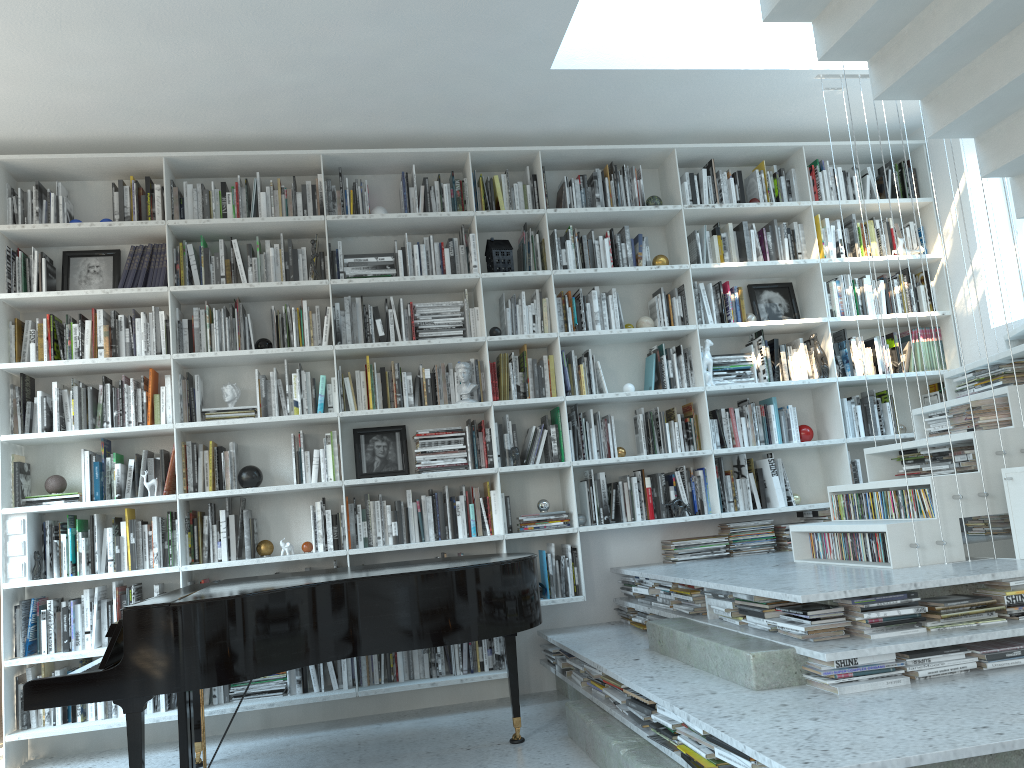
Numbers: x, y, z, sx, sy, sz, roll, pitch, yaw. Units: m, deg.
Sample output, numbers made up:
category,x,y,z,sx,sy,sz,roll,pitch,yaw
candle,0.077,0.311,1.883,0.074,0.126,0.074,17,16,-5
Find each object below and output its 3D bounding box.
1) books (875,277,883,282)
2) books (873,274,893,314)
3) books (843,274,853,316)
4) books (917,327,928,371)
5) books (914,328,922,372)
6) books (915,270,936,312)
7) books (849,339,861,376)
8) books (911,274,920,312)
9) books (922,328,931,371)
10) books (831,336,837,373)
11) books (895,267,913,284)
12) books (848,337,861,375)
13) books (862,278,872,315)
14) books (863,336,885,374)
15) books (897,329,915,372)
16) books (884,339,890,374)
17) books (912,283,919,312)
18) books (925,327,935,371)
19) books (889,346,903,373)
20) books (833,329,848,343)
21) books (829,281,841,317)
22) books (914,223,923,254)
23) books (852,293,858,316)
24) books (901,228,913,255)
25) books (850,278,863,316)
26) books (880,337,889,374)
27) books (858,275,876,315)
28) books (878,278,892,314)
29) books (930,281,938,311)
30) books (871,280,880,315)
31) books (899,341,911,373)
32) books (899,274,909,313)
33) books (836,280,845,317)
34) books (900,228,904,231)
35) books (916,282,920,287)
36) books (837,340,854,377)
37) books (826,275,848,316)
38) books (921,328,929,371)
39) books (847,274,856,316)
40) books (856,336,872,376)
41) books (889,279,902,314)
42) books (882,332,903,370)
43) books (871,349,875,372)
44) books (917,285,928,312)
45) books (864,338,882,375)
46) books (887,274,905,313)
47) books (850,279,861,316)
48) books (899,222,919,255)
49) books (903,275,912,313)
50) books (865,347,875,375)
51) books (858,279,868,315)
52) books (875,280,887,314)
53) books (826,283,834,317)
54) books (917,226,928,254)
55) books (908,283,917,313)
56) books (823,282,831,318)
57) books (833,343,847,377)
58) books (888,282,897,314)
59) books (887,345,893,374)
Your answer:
category,x,y,z,sx,sy,sz,roll,pitch,yaw
books,2.360,-0.533,5.690,0.010,0.273,0.130,-4,-8,-11
books,2.377,-0.544,5.690,0.024,0.291,0.132,-4,-8,-11
books,2.090,-0.529,5.627,0.022,0.296,0.162,-4,-8,-11
books,2.561,-0.197,5.633,0.018,0.293,0.169,-4,-8,-11
books,2.535,-0.193,5.642,0.033,0.293,0.169,-4,-8,-11
books,2.639,-0.565,5.717,0.042,0.292,0.186,-4,-8,-11
books,2.105,-0.142,5.552,0.026,0.245,0.181,-4,-8,-11
books,2.563,-0.553,5.714,0.013,0.282,0.149,-4,-8,-11
books,2.594,-0.198,5.653,0.018,0.293,0.169,-4,-8,-11
books,1.982,-0.146,5.561,0.010,0.278,0.148,-4,-8,-11
books,2.547,-0.574,5.723,0.013,0.329,0.140,-4,-8,-11
books,2.126,-0.152,5.569,0.022,0.265,0.157,-4,-8,-11
books,2.214,-0.522,5.633,0.022,0.262,0.173,-4,-8,-11
books,2.278,-0.158,5.601,0.029,0.258,0.171,-4,-8,-11
books,2.498,-0.189,5.635,0.072,0.291,0.169,-4,-8,-11
books,2.338,-0.155,5.622,0.025,0.248,0.134,-4,-8,-11
books,2.536,-0.521,5.697,0.025,0.219,0.178,-4,-8,-11
books,2.613,-0.199,5.652,0.018,0.293,0.169,-4,-8,-11
books,2.385,-0.130,5.588,0.024,0.180,0.191,-4,-8,-11
books,2.080,-0.175,5.573,0.012,0.321,0.142,-4,-8,-11
books,1.996,-0.502,5.582,0.023,0.247,0.182,-4,-8,-11
books,2.602,-0.901,5.774,0.040,0.246,0.160,-4,-8,-11
books,2.131,-0.473,5.628,0.027,0.179,0.157,-4,-8,-11
books,2.524,-0.881,5.748,0.023,0.213,0.181,-4,-8,-11
books,2.165,-0.521,5.637,0.025,0.270,0.152,-4,-8,-11
books,2.320,-0.157,5.616,0.012,0.253,0.161,-4,-8,-11
books,2.238,-0.534,5.644,0.030,0.283,0.166,-4,-8,-11
books,2.349,-0.528,5.663,0.023,0.258,0.184,-4,-8,-11
books,2.673,-0.530,5.720,0.021,0.218,0.184,-4,-8,-11
books,2.286,-0.520,5.665,0.012,0.253,0.161,-4,-8,-11
books,2.462,-0.147,5.621,0.088,0.217,0.167,-4,-8,-11
books,2.464,-0.546,5.683,0.013,0.276,0.188,-4,-8,-11
books,2.029,-0.507,5.600,0.026,0.256,0.173,-4,-8,-11
books,2.541,-0.886,5.777,0.023,0.227,0.131,-4,-8,-11
books,2.609,-0.527,5.737,0.024,0.230,0.131,-4,-8,-11
books,2.069,-0.138,5.546,0.022,0.242,0.171,-4,-8,-11
books,2.050,-0.525,5.592,0.014,0.285,0.186,-4,-8,-11
books,2.577,-0.196,5.650,0.018,0.293,0.169,-4,-8,-11
books,2.109,-0.530,5.618,0.012,0.292,0.166,-4,-8,-11
books,2.166,-0.154,5.564,0.056,0.261,0.177,-4,-8,-11
books,2.432,-0.530,5.688,0.025,0.252,0.160,-4,-8,-11
books,2.401,-0.175,5.626,0.026,0.277,0.170,-4,-8,-11
books,2.230,-0.117,5.592,0.030,0.184,0.137,-4,-8,-11
books,2.590,-0.514,5.696,0.029,0.195,0.192,-4,-8,-11
books,2.256,-0.152,5.585,0.022,0.246,0.181,-4,-8,-11
books,2.450,-0.547,5.684,0.012,0.282,0.152,-4,-8,-11
books,2.148,-0.516,5.624,0.013,0.260,0.158,-4,-8,-11
books,2.568,-0.905,5.769,0.029,0.258,0.163,-4,-8,-11
books,2.485,-0.543,5.684,0.028,0.267,0.173,-4,-8,-11
books,2.208,-0.121,5.567,0.023,0.189,0.170,-4,-8,-11
books,2.191,-0.519,5.631,0.024,0.259,0.156,-4,-8,-11
books,2.317,-0.521,5.650,0.045,0.245,0.177,-4,-8,-11
books,1.967,-0.497,5.605,0.026,0.249,0.161,-4,-8,-11
books,2.632,-0.891,5.759,0.011,0.216,0.170,-4,-8,-11
books,2.514,-0.517,5.683,0.025,0.211,0.188,-4,-8,-11
books,1.950,-0.500,5.590,0.012,0.253,0.161,-4,-8,-11
books,2.022,-0.128,5.565,0.066,0.236,0.144,-4,-8,-11
books,2.404,-0.518,5.692,0.028,0.237,0.146,-4,-8,-11
books,2.359,-0.135,5.625,0.014,0.206,0.138,-4,-8,-11
